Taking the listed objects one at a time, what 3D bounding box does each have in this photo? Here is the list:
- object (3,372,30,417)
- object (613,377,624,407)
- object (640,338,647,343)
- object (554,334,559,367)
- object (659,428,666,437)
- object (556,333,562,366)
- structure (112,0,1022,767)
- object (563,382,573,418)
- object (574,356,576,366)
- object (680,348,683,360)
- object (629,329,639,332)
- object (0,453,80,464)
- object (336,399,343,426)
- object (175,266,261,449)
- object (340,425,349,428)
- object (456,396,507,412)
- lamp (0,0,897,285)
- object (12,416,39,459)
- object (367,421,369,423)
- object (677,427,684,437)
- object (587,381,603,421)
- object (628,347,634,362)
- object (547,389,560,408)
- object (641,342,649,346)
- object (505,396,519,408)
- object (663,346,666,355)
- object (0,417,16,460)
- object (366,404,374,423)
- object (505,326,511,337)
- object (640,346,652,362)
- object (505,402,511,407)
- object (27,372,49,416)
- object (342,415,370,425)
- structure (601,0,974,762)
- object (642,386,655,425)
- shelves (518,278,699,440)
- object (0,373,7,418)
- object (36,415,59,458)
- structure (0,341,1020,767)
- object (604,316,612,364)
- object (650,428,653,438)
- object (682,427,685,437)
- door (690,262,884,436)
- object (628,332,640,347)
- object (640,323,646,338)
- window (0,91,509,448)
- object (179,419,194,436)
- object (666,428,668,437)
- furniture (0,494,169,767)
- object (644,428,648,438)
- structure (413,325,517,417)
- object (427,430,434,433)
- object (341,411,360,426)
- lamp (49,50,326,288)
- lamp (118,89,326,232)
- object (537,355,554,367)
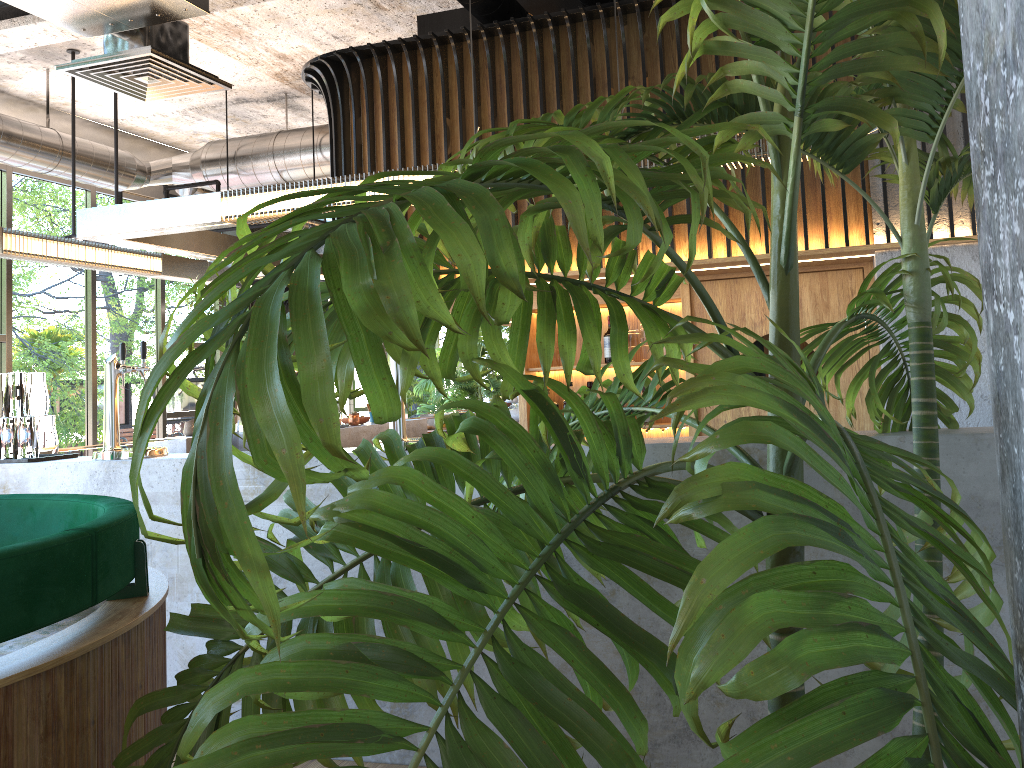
[{"bbox_3d":[-2.332,0.049,4.178,0.105,0.210,0.105,-3,-4,4],"label":"object"},{"bbox_3d":[0.645,0.105,5.477,0.089,0.299,0.083,-1,-4,-22],"label":"object"},{"bbox_3d":[0.818,-0.298,5.367,0.086,0.093,0.091,-4,-3,22],"label":"object"},{"bbox_3d":[0.247,-0.212,5.664,0.110,0.210,0.100,0,-4,-36],"label":"object"},{"bbox_3d":[0.912,0.382,5.326,0.097,0.246,0.088,1,-5,-43],"label":"object"},{"bbox_3d":[0.322,-0.216,5.532,0.110,0.210,0.100,0,-4,-36],"label":"object"},{"bbox_3d":[0.441,-0.396,2.178,2.007,3.146,3.007,-5,-3,31],"label":"structure"},{"bbox_3d":[0.368,0.128,5.550,0.081,0.283,0.085,-4,-4,19],"label":"object"},{"bbox_3d":[0.352,-0.217,5.620,0.110,0.210,0.100,0,-4,-36],"label":"object"},{"bbox_3d":[1.022,-0.193,5.446,0.084,0.093,0.093,-5,-3,43],"label":"object"},{"bbox_3d":[0.750,-0.292,5.520,0.093,0.093,0.084,-1,-3,-35],"label":"object"},{"bbox_3d":[-2.337,0.357,4.225,0.425,0.019,0.280,-3,0,18],"label":"object"},{"bbox_3d":[-1.268,0.213,6.381,0.109,0.210,0.101,-1,-4,-26],"label":"object"},{"bbox_3d":[-1.948,-0.276,6.111,0.650,1.555,0.603,-4,-4,24],"label":"object"},{"bbox_3d":[-1.383,0.314,6.278,0.265,0.019,0.449,-3,0,20],"label":"object"},{"bbox_3d":[-0.321,0.207,9.067,0.203,0.135,0.830,-4,-1,27],"label":"object"},{"bbox_3d":[0.089,-1.937,7.324,4.870,2.140,6.873,-3,-1,14],"label":"lamp"},{"bbox_3d":[-2.267,0.256,4.139,0.105,0.210,0.105,-3,-4,4],"label":"object"},{"bbox_3d":[-1.241,0.383,7.418,0.109,0.172,0.140,-3,-3,13],"label":"object"},{"bbox_3d":[1.008,0.376,5.298,0.097,0.246,0.088,1,-5,-43],"label":"object"},{"bbox_3d":[0.492,0.124,5.499,0.118,0.281,0.128,-5,-4,32],"label":"object"},{"bbox_3d":[0.705,-0.177,5.421,0.088,0.093,0.090,-3,-2,10],"label":"object"},{"bbox_3d":[0.224,0.154,5.591,0.150,0.249,0.094,-3,-4,6],"label":"object"},{"bbox_3d":[-0.832,0.007,2.713,0.101,0.503,6.326,-5,-1,32],"label":"object"},{"bbox_3d":[0.034,0.062,9.896,0.328,0.399,0.307,-2,-3,-22],"label":"object"},{"bbox_3d":[0.943,-0.190,5.325,0.084,0.093,0.093,-5,-3,43],"label":"object"},{"bbox_3d":[-2.379,0.262,4.179,0.105,0.210,0.105,-3,-4,4],"label":"object"},{"bbox_3d":[-1.112,0.229,7.114,0.107,0.162,0.102,0,-4,-36],"label":"object"},{"bbox_3d":[0.164,-0.374,9.866,0.611,1.555,0.641,0,-5,-32],"label":"object"},{"bbox_3d":[0.828,-0.183,5.412,0.088,0.093,0.090,-3,-2,10],"label":"object"},{"bbox_3d":[-0.111,0.229,9.671,0.185,0.073,0.235,-4,-1,39],"label":"object"},{"bbox_3d":[-2.296,0.048,4.287,0.105,0.210,0.105,-3,-4,4],"label":"object"},{"bbox_3d":[-1.196,0.277,6.863,0.185,0.073,0.235,-4,-1,39],"label":"object"},{"bbox_3d":[0.966,-0.287,2.477,1.318,2.990,1.552,-5,-4,27],"label":"structure"},{"bbox_3d":[0.824,0.107,5.453,0.122,0.281,0.124,-3,-4,8],"label":"object"},{"bbox_3d":[0.623,0.391,5.471,1.080,2.064,0.287,-4,-4,17],"label":"shelves"},{"bbox_3d":[-2.438,0.055,4.221,0.105,0.210,0.105,-3,-4,4],"label":"object"},{"bbox_3d":[-2.234,0.254,4.254,0.105,0.210,0.105,-3,-4,4],"label":"object"},{"bbox_3d":[0.499,0.564,6.879,5.681,1.736,7.309,-3,0,19],"label":"structure"},{"bbox_3d":[0.608,-0.272,5.466,0.089,0.299,0.083,-1,-4,-22],"label":"object"},{"bbox_3d":[0.862,0.384,5.465,0.094,0.246,0.090,-2,-4,-9],"label":"object"},{"bbox_3d":[1.051,0.375,5.409,0.094,0.246,0.090,-2,-4,-9],"label":"object"},{"bbox_3d":[1.817,0.335,7.152,2.096,2.061,4.200,-4,-1,20],"label":"door"},{"bbox_3d":[-0.515,-0.007,3.707,0.100,0.504,4.333,-6,-2,36],"label":"object"},{"bbox_3d":[0.817,-0.325,5.369,0.086,0.093,0.091,-4,-3,22],"label":"object"},{"bbox_3d":[-2.548,-1.665,8.881,4.024,6.516,20.885,-4,-1,21],"label":"window"},{"bbox_3d":[-2.306,0.310,6.340,0.096,0.120,0.090,-4,-3,28],"label":"object"},{"bbox_3d":[0.955,0.380,5.438,0.094,0.246,0.090,-2,-4,-9],"label":"object"},{"bbox_3d":[-1.873,0.929,0.497,2.803,1.140,4.639,-3,0,-15],"label":"furniture"},{"bbox_3d":[0.819,0.386,5.353,0.097,0.246,0.088,1,-5,-43],"label":"object"},{"bbox_3d":[-0.389,-0.163,15.324,2.418,3.449,2.676,-3,-3,4],"label":"structure"},{"bbox_3d":[-0.755,0.428,7.781,0.314,0.037,0.284,-3,0,-43],"label":"object"},{"bbox_3d":[-1.218,0.260,6.648,0.160,0.107,0.086,-2,-3,-26],"label":"object"},{"bbox_3d":[-1.242,-2.011,8.771,4.944,1.829,19.390,-3,0,21],"label":"lamp"},{"bbox_3d":[-0.592,-2.191,13.180,3.688,1.536,10.276,-3,0,18],"label":"lamp"},{"bbox_3d":[0.210,-0.210,5.555,0.110,0.210,0.100,0,-4,-36],"label":"object"}]
